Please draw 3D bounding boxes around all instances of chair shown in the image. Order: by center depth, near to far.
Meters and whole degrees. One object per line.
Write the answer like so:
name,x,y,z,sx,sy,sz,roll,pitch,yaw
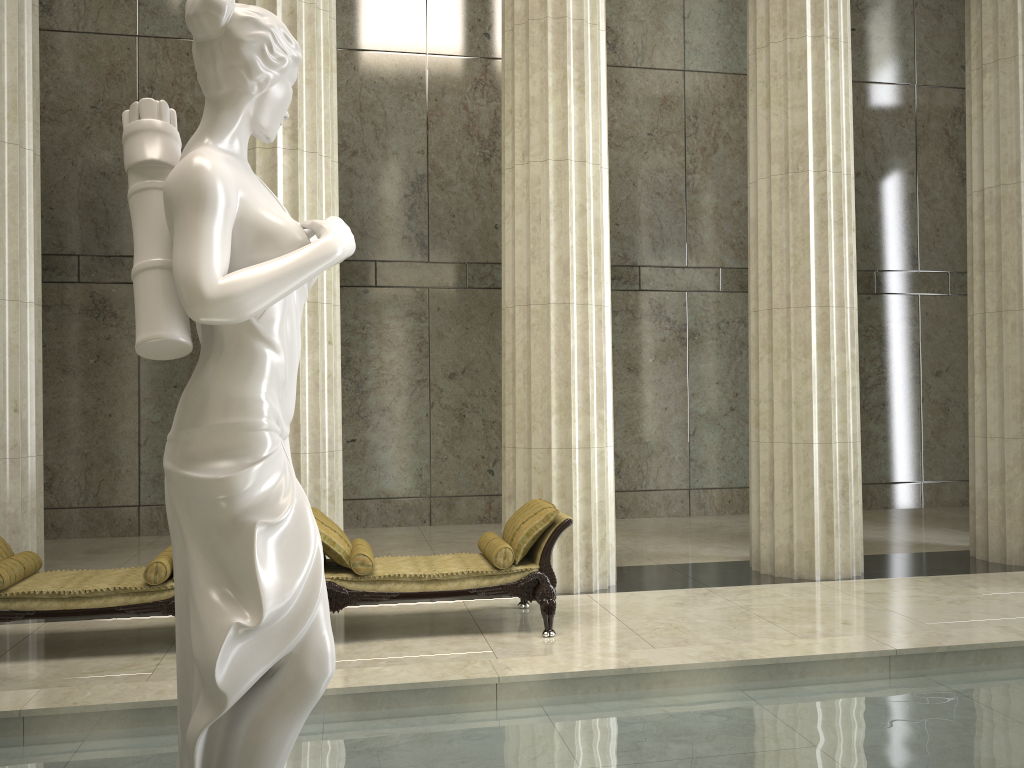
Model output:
chair,-3.071,1.441,6.458,2.172,0.950,0.993,0,-1,-11
chair,-0.647,1.425,6.921,2.172,0.950,0.993,0,-1,-11

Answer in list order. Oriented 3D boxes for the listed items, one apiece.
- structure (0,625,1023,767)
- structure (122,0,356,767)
structure,-0.910,1.769,2.896,11.573,0.508,3.754,0,-1,-11
structure,-0.893,0.315,2.900,0.729,3.044,0.940,0,-1,-16
